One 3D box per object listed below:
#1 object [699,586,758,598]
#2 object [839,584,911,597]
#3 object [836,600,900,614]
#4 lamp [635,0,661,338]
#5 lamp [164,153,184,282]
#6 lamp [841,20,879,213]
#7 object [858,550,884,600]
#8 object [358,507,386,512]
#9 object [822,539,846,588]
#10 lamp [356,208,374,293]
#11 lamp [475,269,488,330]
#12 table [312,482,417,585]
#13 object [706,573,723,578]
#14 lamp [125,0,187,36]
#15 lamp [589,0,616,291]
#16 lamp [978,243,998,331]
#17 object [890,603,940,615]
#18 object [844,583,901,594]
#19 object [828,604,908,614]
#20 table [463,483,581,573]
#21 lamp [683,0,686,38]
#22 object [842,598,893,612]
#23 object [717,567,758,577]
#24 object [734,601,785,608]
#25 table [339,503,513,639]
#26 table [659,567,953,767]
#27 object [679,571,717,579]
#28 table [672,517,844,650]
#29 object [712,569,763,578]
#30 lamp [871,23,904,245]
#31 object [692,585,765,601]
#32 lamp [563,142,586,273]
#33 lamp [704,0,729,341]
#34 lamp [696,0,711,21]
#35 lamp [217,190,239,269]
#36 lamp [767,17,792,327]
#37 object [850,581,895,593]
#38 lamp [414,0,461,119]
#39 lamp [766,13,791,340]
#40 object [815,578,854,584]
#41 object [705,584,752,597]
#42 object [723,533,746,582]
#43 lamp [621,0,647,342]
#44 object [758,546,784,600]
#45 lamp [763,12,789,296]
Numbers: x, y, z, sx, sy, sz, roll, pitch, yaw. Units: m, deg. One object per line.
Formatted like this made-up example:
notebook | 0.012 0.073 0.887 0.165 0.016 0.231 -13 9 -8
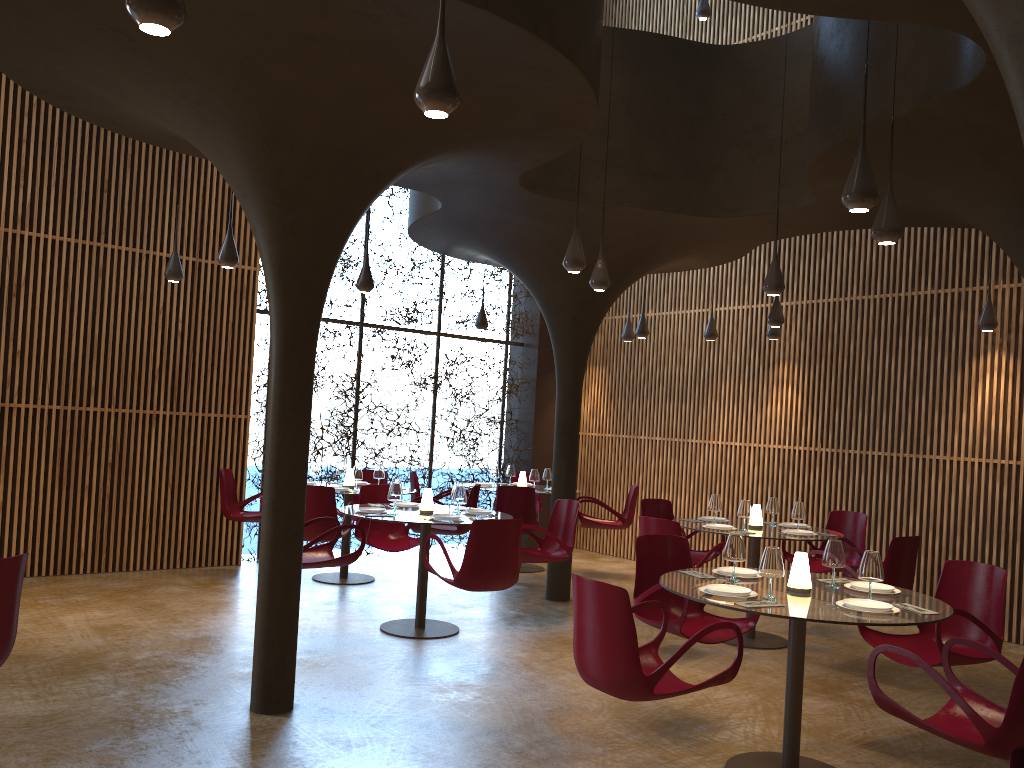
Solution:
object | 1.250 1.206 5.129 0.331 0.014 0.332 1 -3 41
object | 2.249 1.281 5.525 0.204 0.012 0.410 5 -3 -31
object | 1.967 1.237 4.905 0.332 0.014 0.332 3 -2 -5
lamp | 1.995 -3.774 12.448 0.196 6.274 0.196 4 -1 -23
lamp | -3.388 -4.210 9.386 0.196 6.274 0.196 3 -1 27
lamp | 2.093 -4.087 4.937 0.196 6.274 0.196 3 -1 -3
object | 2.072 1.115 5.119 0.142 0.295 0.142 3 -1 26
object | -1.316 1.187 8.337 0.263 0.029 0.263 5 -3 -29
object | 2.029 1.133 5.591 0.142 0.295 0.142 3 -1 -6
lamp | -1.375 -4.095 9.395 0.196 6.274 0.196 3 -1 7
lamp | -0.258 -3.896 12.610 0.196 6.274 0.196 3 -1 -13
table | -2.042 1.841 10.924 1.672 1.130 1.673 3 -2 4
object | 1.489 1.251 5.837 0.411 0.012 0.204 4 -3 -26
lamp | -1.045 -4.344 3.085 0.196 6.274 0.196 3 -1 -13
lamp | 0.995 -4.006 8.335 0.196 6.274 0.196 3 -1 -3
lamp | 5.317 -3.705 9.628 0.196 6.274 0.196 4 -1 -23
object | 2.259 1.264 4.980 0.126 0.017 0.262 4 -3 -18
object | 2.246 1.279 5.529 0.331 0.014 0.332 2 -3 34
object | 1.963 1.238 4.903 0.411 0.012 0.204 4 -3 -22
table | 0.109 2.029 12.476 1.672 1.130 1.673 3 -2 4
lamp | 2.412 -5.420 12.294 0.196 2.960 0.196 3 -1 37
object | 1.968 1.228 4.905 0.263 0.029 0.263 5 -3 -30
object | 1.486 1.240 5.835 0.263 0.029 0.263 5 -3 -31
object | 1.352 1.207 4.844 0.262 0.017 0.126 4 -3 -23
table | -0.858 1.808 8.569 1.673 1.130 1.672 4 -2 -19
table | 1.709 1.818 5.361 1.673 1.130 1.672 4 -2 -19
object | 1.198 1.236 5.740 0.126 0.017 0.262 4 -3 -22
table | 2.422 2.009 8.919 1.673 1.130 1.672 4 -2 -29
object | 1.485 1.249 5.835 0.332 0.014 0.332 4 -2 -12
lamp | 2.568 -4.028 5.704 0.196 6.274 0.196 3 -1 -3
object | 1.248 1.207 5.133 0.204 0.012 0.410 5 -3 -27
lamp | 0.694 -4.062 7.421 0.196 6.274 0.196 3 -1 -3
lamp | 2.915 -3.730 12.272 0.196 6.274 0.196 4 -1 -23
lamp | 2.526 -5.817 11.447 0.196 2.223 0.196 3 -1 37
lamp | -2.447 -4.206 8.229 0.196 6.274 0.196 3 -1 7
lamp | 3.235 -3.794 10.330 0.196 6.274 0.196 4 -1 -23
object | 2.247 1.270 5.529 0.263 0.029 0.263 5 -3 -37
lamp | -0.140 -4.264 3.776 0.196 6.274 0.196 3 -1 -3
lamp | 3.610 -3.715 11.675 0.196 6.274 0.196 3 -1 -13
object | 2.123 1.291 5.805 0.262 0.017 0.126 5 -3 -27
object | 1.251 1.196 5.129 0.263 0.029 0.263 4 -3 -20
object | 1.410 1.099 5.619 0.142 0.295 0.142 3 -1 0
lamp | 1.876 -3.755 13.055 0.196 6.274 0.196 3 -1 37
object | 1.478 1.079 5.054 0.142 0.295 0.142 2 -2 43
lamp | 2.532 -3.931 8.033 0.196 6.274 0.196 4 -1 -23
